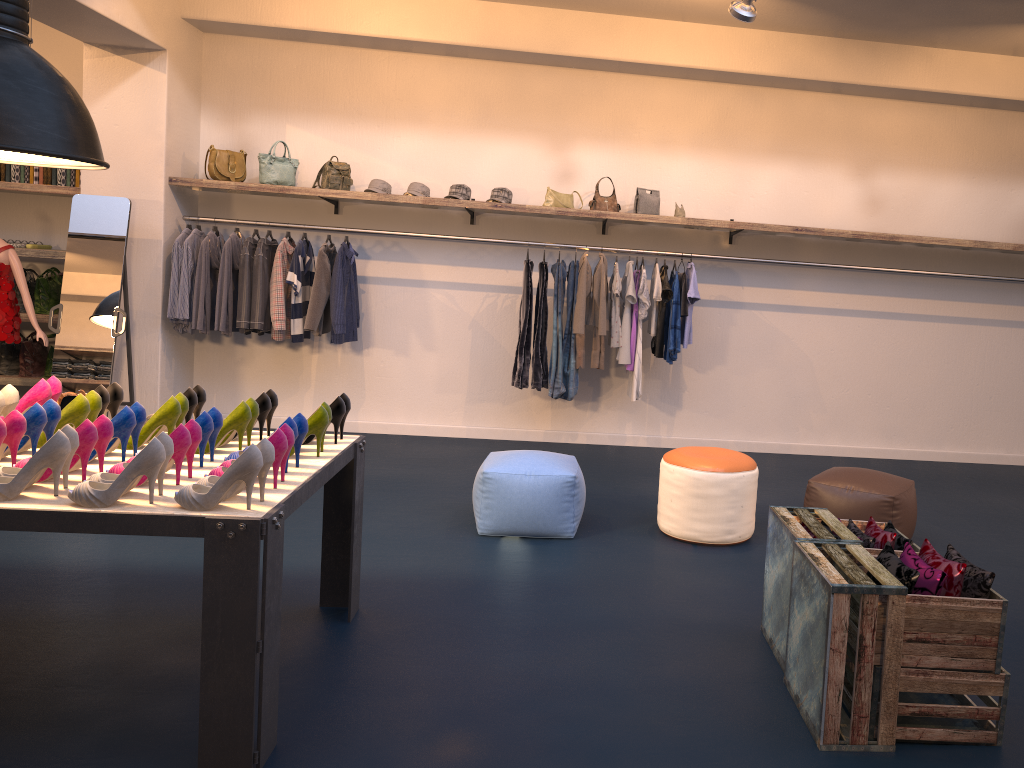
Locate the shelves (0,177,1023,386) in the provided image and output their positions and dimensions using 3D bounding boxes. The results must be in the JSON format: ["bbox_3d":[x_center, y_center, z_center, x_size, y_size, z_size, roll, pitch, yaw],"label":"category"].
[{"bbox_3d":[-2.461,-0.263,2.810,17.081,2.214,8.574,3,8,-4],"label":"shelves"}]

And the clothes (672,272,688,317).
[{"bbox_3d":[1.344,-0.725,7.055,0.139,0.369,0.454,4,6,1],"label":"clothes"}]

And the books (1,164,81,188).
[{"bbox_3d":[-3.468,-1.644,6.589,0.652,0.287,0.235,3,5,-7],"label":"books"}]

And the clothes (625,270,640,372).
[{"bbox_3d":[0.987,-0.492,7.058,0.092,0.872,0.331,4,4,4],"label":"clothes"}]

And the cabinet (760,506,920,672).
[{"bbox_3d":[1.353,0.840,3.533,0.564,0.545,0.468,3,5,-2],"label":"cabinet"}]

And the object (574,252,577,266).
[{"bbox_3d":[0.512,-1.032,6.972,0.014,0.176,0.232,4,6,3],"label":"object"}]

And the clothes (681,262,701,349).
[{"bbox_3d":[1.445,-0.650,7.093,0.125,0.696,0.545,4,5,1],"label":"clothes"}]

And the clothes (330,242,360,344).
[{"bbox_3d":[-1.299,-0.719,6.815,0.176,0.792,0.673,4,5,2],"label":"clothes"}]

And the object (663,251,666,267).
[{"bbox_3d":[1.240,-0.970,7.051,0.010,0.218,0.433,4,7,5],"label":"object"}]

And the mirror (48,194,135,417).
[{"bbox_3d":[-2.954,-0.453,6.156,0.511,1.757,0.519,3,4,-1],"label":"mirror"}]

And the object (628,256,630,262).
[{"bbox_3d":[0.950,-0.996,7.016,0.012,0.196,0.301,4,7,3],"label":"object"}]

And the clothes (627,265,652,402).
[{"bbox_3d":[1.046,-0.416,7.074,0.131,1.104,0.497,4,4,1],"label":"clothes"}]

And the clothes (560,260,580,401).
[{"bbox_3d":[0.447,-0.437,7.033,0.232,1.131,0.209,4,4,5],"label":"clothes"}]

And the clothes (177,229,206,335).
[{"bbox_3d":[-2.438,-0.783,6.649,0.123,0.811,0.540,4,5,2],"label":"clothes"}]

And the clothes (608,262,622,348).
[{"bbox_3d":[0.848,-0.640,7.028,0.117,0.682,0.547,4,5,2],"label":"clothes"}]

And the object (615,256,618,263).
[{"bbox_3d":[0.844,-0.992,7.008,0.010,0.218,0.431,4,7,3],"label":"object"}]

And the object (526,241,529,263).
[{"bbox_3d":[0.128,-1.054,6.930,0.014,0.176,0.232,4,6,3],"label":"object"}]

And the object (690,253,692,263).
[{"bbox_3d":[1.456,-0.977,7.072,0.017,0.178,0.407,4,7,4],"label":"object"}]

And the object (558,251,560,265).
[{"bbox_3d":[0.381,-1.040,6.958,0.014,0.176,0.232,4,6,3],"label":"object"}]

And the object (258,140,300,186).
[{"bbox_3d":[-1.835,-1.732,6.834,0.163,0.365,0.397,7,6,37],"label":"object"}]

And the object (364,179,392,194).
[{"bbox_3d":[-1.060,-1.558,6.857,0.171,0.125,0.258,8,8,36],"label":"object"}]

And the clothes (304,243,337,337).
[{"bbox_3d":[-1.460,-0.738,6.798,0.175,0.731,0.699,4,6,1],"label":"clothes"}]

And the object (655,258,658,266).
[{"bbox_3d":[1.171,-0.984,7.042,0.009,0.196,0.388,4,7,3],"label":"object"}]

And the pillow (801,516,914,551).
[{"bbox_3d":[1.356,0.717,3.516,0.465,0.317,0.307,3,6,-3],"label":"pillow"}]

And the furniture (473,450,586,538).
[{"bbox_3d":[0.104,0.605,5.016,0.658,0.420,0.644,4,7,-3],"label":"furniture"}]

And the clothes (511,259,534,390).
[{"bbox_3d":[0.090,-0.475,6.952,0.149,1.042,0.228,4,4,0],"label":"clothes"}]

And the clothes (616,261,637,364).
[{"bbox_3d":[0.936,-0.585,7.043,0.140,0.827,0.516,4,5,6],"label":"clothes"}]

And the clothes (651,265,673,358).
[{"bbox_3d":[1.214,-0.593,7.068,0.138,0.747,0.565,4,5,5],"label":"clothes"}]

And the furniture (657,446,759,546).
[{"bbox_3d":[1.151,0.639,5.104,0.582,0.477,0.582,4,6,1],"label":"furniture"}]

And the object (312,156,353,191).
[{"bbox_3d":[-1.444,-1.663,6.857,0.359,0.282,0.255,5,6,14],"label":"object"}]

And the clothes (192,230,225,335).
[{"bbox_3d":[-2.293,-0.787,6.700,0.193,0.797,0.520,3,5,-3],"label":"clothes"}]

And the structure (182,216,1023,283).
[{"bbox_3d":[1.873,-1.023,7.121,8.845,0.038,0.038,3,6,-6],"label":"structure"}]

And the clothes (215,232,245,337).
[{"bbox_3d":[-2.130,-0.778,6.718,0.193,0.797,0.520,3,5,-3],"label":"clothes"}]

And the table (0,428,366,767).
[{"bbox_3d":[-1.946,0.591,2.918,2.576,0.736,1.225,3,7,-4],"label":"table"}]

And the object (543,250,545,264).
[{"bbox_3d":[0.260,-1.046,6.945,0.014,0.176,0.232,4,6,3],"label":"object"}]

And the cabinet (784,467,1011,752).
[{"bbox_3d":[1.702,0.780,4.135,0.717,0.544,2.924,6,8,17],"label":"cabinet"}]

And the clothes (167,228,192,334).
[{"bbox_3d":[-2.506,-0.787,6.642,0.123,0.811,0.540,4,5,2],"label":"clothes"}]

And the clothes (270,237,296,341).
[{"bbox_3d":[-1.742,-0.745,6.765,0.176,0.792,0.673,4,5,2],"label":"clothes"}]

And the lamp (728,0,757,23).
[{"bbox_3d":[1.466,-2.380,5.381,0.221,0.326,0.196,8,7,44],"label":"lamp"}]

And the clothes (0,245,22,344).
[{"bbox_3d":[-3.631,-0.286,6.013,0.364,1.378,0.442,3,4,-14],"label":"clothes"}]

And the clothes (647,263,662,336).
[{"bbox_3d":[1.158,-0.689,7.063,0.078,0.583,0.520,4,5,3],"label":"clothes"}]

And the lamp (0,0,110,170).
[{"bbox_3d":[-1.693,-1.566,2.804,0.724,1.639,0.679,3,4,-10],"label":"lamp"}]

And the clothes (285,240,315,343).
[{"bbox_3d":[-1.631,-0.730,6.775,0.124,0.790,0.567,4,5,4],"label":"clothes"}]

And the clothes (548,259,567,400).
[{"bbox_3d":[0.373,-0.430,6.948,0.166,1.131,0.218,2,4,-20],"label":"clothes"}]

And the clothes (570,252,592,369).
[{"bbox_3d":[0.580,-0.595,7.007,0.187,0.942,0.513,3,5,-2],"label":"clothes"}]

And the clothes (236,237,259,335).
[{"bbox_3d":[-1.977,-0.761,6.725,0.128,0.750,0.660,4,5,5],"label":"clothes"}]

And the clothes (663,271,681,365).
[{"bbox_3d":[1.319,-0.542,7.092,0.126,0.765,0.486,4,5,1],"label":"clothes"}]

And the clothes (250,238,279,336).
[{"bbox_3d":[-1.877,-0.755,6.735,0.128,0.750,0.660,4,5,5],"label":"clothes"}]

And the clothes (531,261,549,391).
[{"bbox_3d":[0.248,-0.463,6.984,0.149,1.042,0.228,4,4,0],"label":"clothes"}]

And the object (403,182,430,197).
[{"bbox_3d":[-0.757,-1.541,6.890,0.171,0.125,0.258,8,8,36],"label":"object"}]

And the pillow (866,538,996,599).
[{"bbox_3d":[1.429,0.751,3.056,0.442,0.347,0.355,4,6,-3],"label":"pillow"}]

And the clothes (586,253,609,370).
[{"bbox_3d":[0.691,-0.588,7.015,0.187,0.942,0.513,3,5,-2],"label":"clothes"}]
